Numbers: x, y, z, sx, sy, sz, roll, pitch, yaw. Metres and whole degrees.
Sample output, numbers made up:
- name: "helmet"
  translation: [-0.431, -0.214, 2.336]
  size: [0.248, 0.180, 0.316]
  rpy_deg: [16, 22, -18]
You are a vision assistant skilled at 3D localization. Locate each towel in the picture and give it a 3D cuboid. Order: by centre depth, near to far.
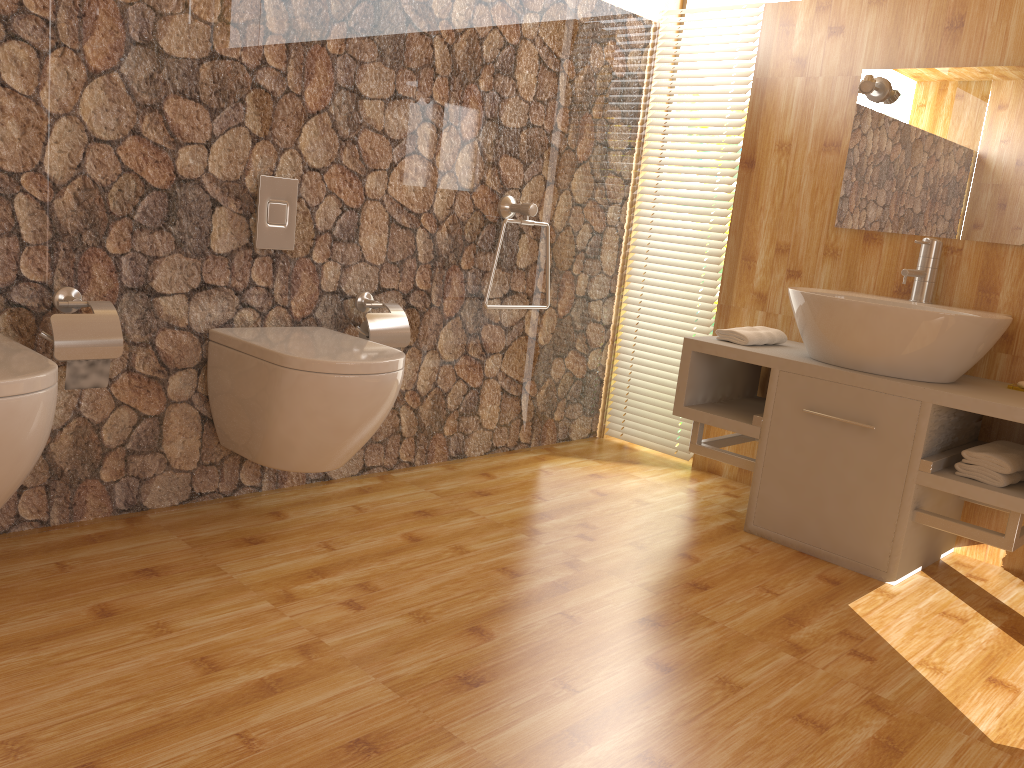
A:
- name: "towel"
  translation: [1.362, 0.200, 2.460]
  size: [0.225, 0.048, 0.140]
  rpy_deg: [-3, 14, -41]
- name: "towel"
  translation: [1.346, 0.236, 2.466]
  size: [0.225, 0.048, 0.140]
  rpy_deg: [-3, 14, -41]
- name: "towel"
  translation: [0.811, -0.165, 3.001]
  size: [0.225, 0.048, 0.140]
  rpy_deg: [-3, 14, -41]

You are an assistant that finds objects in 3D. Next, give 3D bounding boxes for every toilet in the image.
- name: "toilet"
  translation: [-1.148, 0.108, 1.775]
  size: [0.507, 0.337, 0.371]
  rpy_deg: [17, 15, 42]
- name: "toilet"
  translation: [-0.537, 0.055, 2.408]
  size: [0.507, 0.337, 0.371]
  rpy_deg: [17, 15, 42]

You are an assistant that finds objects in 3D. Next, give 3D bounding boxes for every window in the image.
- name: "window"
  translation: [2.047, -0.423, 2.398]
  size: [3.964, 2.164, 0.010]
  rpy_deg: [17, 15, 42]

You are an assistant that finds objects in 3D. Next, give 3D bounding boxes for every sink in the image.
- name: "sink"
  translation: [1.160, -0.249, 2.690]
  size: [0.634, 0.409, 0.533]
  rpy_deg: [17, 15, 42]

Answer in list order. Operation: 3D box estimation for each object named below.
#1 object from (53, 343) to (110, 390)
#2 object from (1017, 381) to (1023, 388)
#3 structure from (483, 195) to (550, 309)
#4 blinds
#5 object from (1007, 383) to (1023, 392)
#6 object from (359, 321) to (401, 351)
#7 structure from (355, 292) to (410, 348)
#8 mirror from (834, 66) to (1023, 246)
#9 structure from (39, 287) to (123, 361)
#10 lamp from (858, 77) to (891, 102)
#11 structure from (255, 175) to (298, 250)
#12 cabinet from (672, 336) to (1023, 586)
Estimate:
- name: "object"
  translation: [-1.015, -0.069, 2.093]
  size: [0.090, 0.151, 0.098]
  rpy_deg: [17, 15, 42]
- name: "object"
  translation: [1.522, 0.007, 2.599]
  size: [0.075, 0.023, 0.050]
  rpy_deg: [4, 11, -11]
- name: "structure"
  translation: [0.010, -0.460, 3.109]
  size: [0.133, 0.387, 0.332]
  rpy_deg: [17, 15, 42]
- name: "blinds"
  translation: [0.688, -0.801, 3.483]
  size: [0.420, 2.178, 0.042]
  rpy_deg: [17, 15, 42]
- name: "object"
  translation: [1.520, 0.015, 2.599]
  size: [0.100, 0.010, 0.100]
  rpy_deg: [17, 15, 42]
- name: "object"
  translation: [-0.406, -0.121, 2.723]
  size: [0.090, 0.151, 0.098]
  rpy_deg: [17, 15, 42]
- name: "structure"
  translation: [-0.419, -0.196, 2.721]
  size: [0.154, 0.151, 0.170]
  rpy_deg: [17, 15, 42]
- name: "mirror"
  translation: [1.396, -0.724, 2.789]
  size: [0.698, 0.523, 0.005]
  rpy_deg: [17, 15, 42]
- name: "structure"
  translation: [-1.028, -0.144, 2.090]
  size: [0.154, 0.151, 0.170]
  rpy_deg: [17, 15, 42]
- name: "lamp"
  translation: [1.172, -0.971, 2.895]
  size: [0.080, 0.080, 0.124]
  rpy_deg: [17, 15, 42]
- name: "structure"
  translation: [-0.658, -0.477, 2.482]
  size: [0.010, 0.200, 0.120]
  rpy_deg: [17, 15, 42]
- name: "cabinet"
  translation: [1.108, 0.229, 2.790]
  size: [1.136, 0.570, 0.517]
  rpy_deg: [17, 15, 42]
